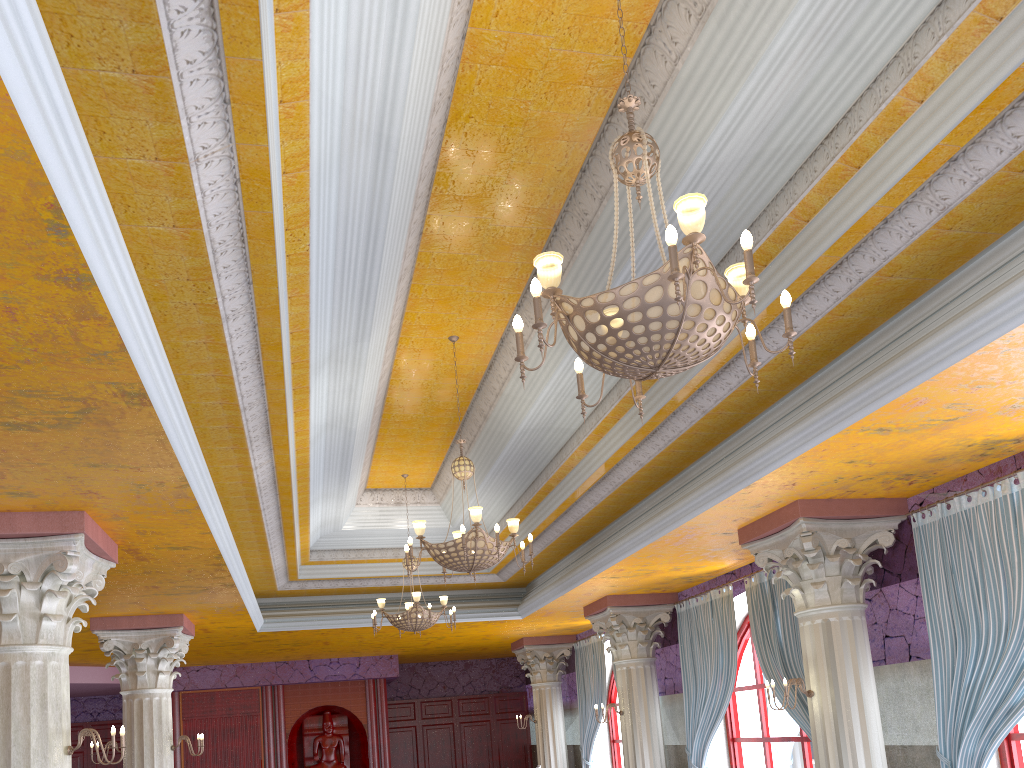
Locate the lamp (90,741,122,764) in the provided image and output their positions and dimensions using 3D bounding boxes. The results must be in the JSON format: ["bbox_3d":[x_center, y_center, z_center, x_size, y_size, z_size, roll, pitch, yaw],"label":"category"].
[{"bbox_3d":[-4.966,4.512,10.500,0.383,0.261,0.360,4,-19,-26],"label":"lamp"}]

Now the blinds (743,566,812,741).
[{"bbox_3d":[3.019,3.557,8.951,0.244,3.362,1.794,-3,-11,-16],"label":"blinds"}]

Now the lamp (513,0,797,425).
[{"bbox_3d":[0.482,-1.032,3.450,0.980,2.079,0.983,-11,-12,30],"label":"lamp"}]

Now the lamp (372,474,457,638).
[{"bbox_3d":[-1.325,2.187,11.095,0.980,2.079,0.983,-11,-12,30],"label":"lamp"}]

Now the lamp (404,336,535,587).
[{"bbox_3d":[-0.429,0.590,7.304,0.980,2.079,0.983,-11,-12,30],"label":"lamp"}]

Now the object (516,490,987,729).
[{"bbox_3d":[3.354,2.790,7.289,2.088,3.417,31.080,-2,-22,-14],"label":"object"}]

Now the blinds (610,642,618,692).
[{"bbox_3d":[1.949,5.461,13.475,0.244,3.362,1.794,-3,-11,-16],"label":"blinds"}]

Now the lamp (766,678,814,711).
[{"bbox_3d":[2.421,2.708,7.485,0.383,0.261,0.360,4,-19,-26],"label":"lamp"}]

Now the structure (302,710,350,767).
[{"bbox_3d":[-3.811,7.616,17.588,0.962,1.765,0.673,-2,-10,-14],"label":"structure"}]

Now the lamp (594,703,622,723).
[{"bbox_3d":[1.344,4.625,12.038,0.383,0.261,0.360,4,-19,-26],"label":"lamp"}]

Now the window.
[{"bbox_3d":[3.390,3.662,10.094,0.160,2.417,3.796,-3,-18,-14],"label":"window"}]

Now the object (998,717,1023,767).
[{"bbox_3d":[4.474,1.731,5.508,0.160,2.417,3.796,-3,-18,-14],"label":"object"}]

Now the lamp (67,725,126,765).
[{"bbox_3d":[-2.939,2.569,6.072,0.383,0.261,0.360,4,-19,-26],"label":"lamp"}]

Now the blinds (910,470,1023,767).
[{"bbox_3d":[3.656,2.422,6.257,0.244,3.362,1.794,-3,-11,-13],"label":"blinds"}]

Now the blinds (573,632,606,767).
[{"bbox_3d":[1.492,6.276,15.409,0.244,3.362,1.794,-3,-11,-13],"label":"blinds"}]

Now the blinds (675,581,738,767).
[{"bbox_3d":[2.562,4.371,10.886,0.244,3.362,1.794,-3,-11,-13],"label":"blinds"}]

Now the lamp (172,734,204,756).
[{"bbox_3d":[-4.026,4.505,10.670,0.383,0.261,0.360,4,-19,-26],"label":"lamp"}]

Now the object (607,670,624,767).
[{"bbox_3d":[2.307,5.591,14.675,0.160,2.417,3.796,-3,-18,-14],"label":"object"}]

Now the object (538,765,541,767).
[{"bbox_3d":[0.469,6.566,14.361,0.075,0.321,0.076,-8,-9,22],"label":"object"}]
